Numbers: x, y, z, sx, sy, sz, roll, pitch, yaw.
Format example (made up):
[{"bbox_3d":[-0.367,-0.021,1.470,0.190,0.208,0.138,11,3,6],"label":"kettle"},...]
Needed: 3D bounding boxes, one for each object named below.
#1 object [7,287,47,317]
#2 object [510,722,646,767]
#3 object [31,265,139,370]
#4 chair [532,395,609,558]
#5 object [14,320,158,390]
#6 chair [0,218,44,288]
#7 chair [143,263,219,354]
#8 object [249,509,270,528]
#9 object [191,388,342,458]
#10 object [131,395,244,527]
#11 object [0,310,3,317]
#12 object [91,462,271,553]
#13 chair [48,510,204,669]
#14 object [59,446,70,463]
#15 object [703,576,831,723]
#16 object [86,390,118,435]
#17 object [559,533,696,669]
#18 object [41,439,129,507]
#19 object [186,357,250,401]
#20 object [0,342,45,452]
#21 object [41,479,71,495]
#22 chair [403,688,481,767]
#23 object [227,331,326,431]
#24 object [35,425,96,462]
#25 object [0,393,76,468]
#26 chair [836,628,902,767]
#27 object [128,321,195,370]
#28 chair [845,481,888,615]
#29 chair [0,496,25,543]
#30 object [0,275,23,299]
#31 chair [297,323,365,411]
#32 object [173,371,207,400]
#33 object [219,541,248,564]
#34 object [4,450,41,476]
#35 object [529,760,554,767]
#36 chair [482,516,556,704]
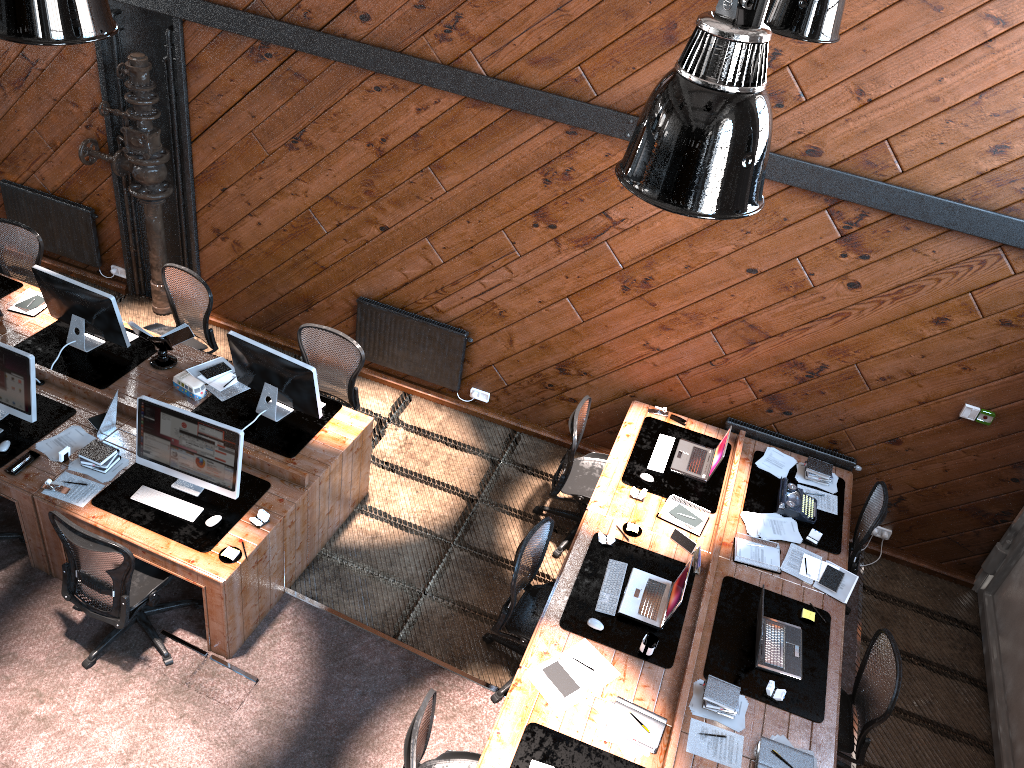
[{"bbox_3d":[-3.704,-0.642,6.863,0.229,0.060,0.316,14,36,5],"label":"object"},{"bbox_3d":[0.267,2.084,4.234,0.687,0.008,0.848,18,37,11],"label":"object"},{"bbox_3d":[-3.091,-0.536,6.459,0.642,0.578,0.772,-8,40,-24],"label":"object"},{"bbox_3d":[0.628,0.667,6.578,0.792,1.085,0.770,6,37,-6],"label":"chair"},{"bbox_3d":[-3.125,-0.268,6.548,0.848,0.008,0.687,20,37,12],"label":"object"},{"bbox_3d":[-4.154,-0.746,7.289,0.770,1.085,0.792,6,37,-6],"label":"chair"},{"bbox_3d":[-2.715,-0.339,7.099,0.770,1.085,0.792,18,37,10],"label":"chair"},{"bbox_3d":[-1.546,0.823,5.428,0.082,0.063,0.106,30,41,24],"label":"object"},{"bbox_3d":[-1.734,0.189,6.279,0.848,0.008,0.687,20,37,12],"label":"object"},{"bbox_3d":[-1.970,0.406,5.467,0.714,0.573,0.610,18,37,10],"label":"object"},{"bbox_3d":[-3.883,-0.651,6.586,0.135,0.351,0.229,17,37,9],"label":"object"},{"bbox_3d":[-2.051,0.682,5.540,0.848,0.008,0.687,20,37,12],"label":"object"},{"bbox_3d":[-2.324,1.080,5.294,0.770,1.085,0.792,12,36,2],"label":"chair"},{"bbox_3d":[-2.819,0.448,5.588,0.034,0.102,0.076,19,37,12],"label":"object"},{"bbox_3d":[1.533,1.545,5.268,0.687,0.008,0.848,18,37,11],"label":"object"},{"bbox_3d":[-2.691,0.163,5.813,0.178,0.320,0.165,24,39,18],"label":"object"},{"bbox_3d":[0.724,1.291,5.408,0.687,0.008,0.848,18,37,11],"label":"object"},{"bbox_3d":[-2.651,0.533,5.514,0.319,0.098,0.478,18,37,10],"label":"object"},{"bbox_3d":[-2.124,-0.049,6.478,0.467,0.017,0.304,34,42,29],"label":"object"},{"bbox_3d":[-3.363,0.012,5.655,0.654,0.576,0.735,-7,40,-23],"label":"object"},{"bbox_3d":[-2.778,0.617,5.399,0.159,0.064,0.054,11,36,1],"label":"object"},{"bbox_3d":[-0.284,2.070,4.472,0.792,1.085,0.770,0,38,-14],"label":"chair"},{"bbox_3d":[-1.615,-0.022,6.134,0.663,0.578,0.811,-2,38,-16],"label":"object"},{"bbox_3d":[-2.886,0.382,5.739,0.246,0.002,0.315,29,40,23],"label":"object"},{"bbox_3d":[-3.439,0.220,5.817,0.848,0.008,0.687,20,37,12],"label":"object"},{"bbox_3d":[1.807,1.913,5.199,0.792,1.085,0.770,6,37,-6],"label":"chair"},{"bbox_3d":[-2.542,-0.315,6.432,0.417,0.380,0.304,3,37,-11],"label":"object"},{"bbox_3d":[2.203,1.145,6.326,0.792,1.085,0.770,12,36,2],"label":"chair"},{"bbox_3d":[-3.587,0.651,5.558,0.770,1.085,0.792,18,37,10],"label":"chair"},{"bbox_3d":[-4.386,-0.752,6.885,0.848,0.008,0.687,20,37,12],"label":"object"},{"bbox_3d":[-1.475,0.162,6.735,0.770,1.085,0.792,12,36,2],"label":"chair"},{"bbox_3d":[-2.290,0.012,6.308,0.253,0.146,0.128,28,40,22],"label":"object"},{"bbox_3d":[-1.643,0.992,5.207,0.154,0.026,0.158,-8,40,-23],"label":"object"},{"bbox_3d":[-3.053,0.491,5.530,0.089,0.031,0.215,19,37,11],"label":"object"},{"bbox_3d":[0.068,2.047,4.205,0.139,0.040,0.577,19,37,11],"label":"object"},{"bbox_3d":[0.251,1.402,5.499,0.792,1.085,0.770,12,36,2],"label":"chair"}]
